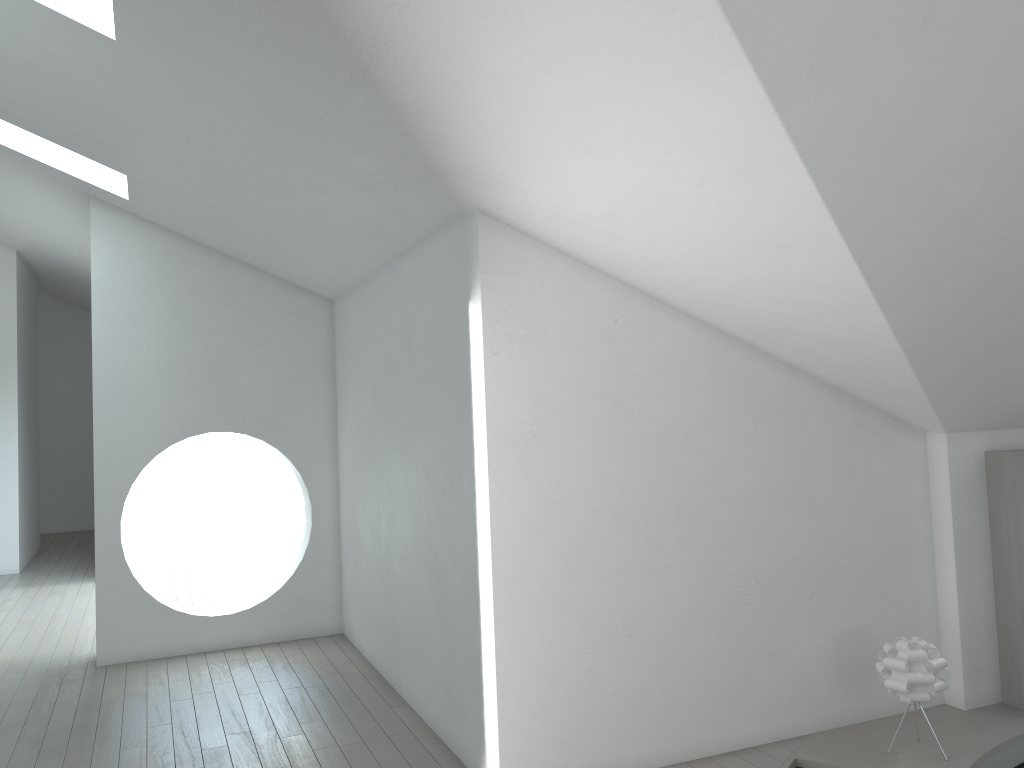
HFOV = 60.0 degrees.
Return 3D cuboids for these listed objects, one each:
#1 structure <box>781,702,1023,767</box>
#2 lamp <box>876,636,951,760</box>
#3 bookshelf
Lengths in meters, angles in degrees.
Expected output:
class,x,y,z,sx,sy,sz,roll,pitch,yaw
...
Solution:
class,x,y,z,sx,sy,sz,roll,pitch,yaw
structure,3.195,2.003,2.681,4.706,0.694,4.706,-3,-2,23
lamp,1.921,1.486,4.234,0.305,0.526,0.305,0,-3,-34
bookshelf,4.438,1.198,3.250,2.109,1.883,4.326,-1,-2,-22
